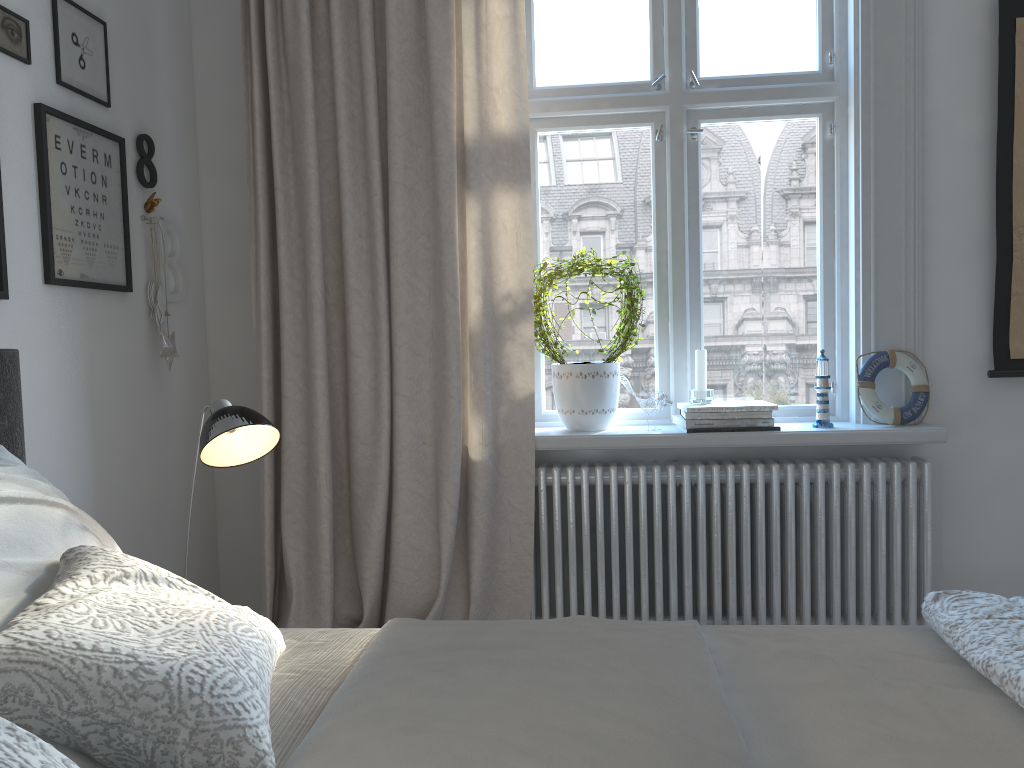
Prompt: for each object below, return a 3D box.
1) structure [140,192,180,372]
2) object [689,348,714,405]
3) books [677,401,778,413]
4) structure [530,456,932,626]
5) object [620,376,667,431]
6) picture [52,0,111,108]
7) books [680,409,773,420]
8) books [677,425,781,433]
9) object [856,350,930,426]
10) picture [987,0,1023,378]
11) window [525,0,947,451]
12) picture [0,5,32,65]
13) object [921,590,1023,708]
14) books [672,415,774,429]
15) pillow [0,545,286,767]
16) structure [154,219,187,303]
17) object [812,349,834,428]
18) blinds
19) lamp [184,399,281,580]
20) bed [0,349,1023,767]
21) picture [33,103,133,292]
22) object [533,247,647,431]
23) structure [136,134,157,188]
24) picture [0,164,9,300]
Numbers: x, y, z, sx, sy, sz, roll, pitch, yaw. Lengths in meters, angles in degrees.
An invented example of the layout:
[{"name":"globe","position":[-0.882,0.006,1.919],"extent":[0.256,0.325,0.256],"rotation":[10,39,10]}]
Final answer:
[{"name":"structure","position":[-1.011,-0.290,2.537],"extent":[0.078,0.514,0.134],"rotation":[-2,4,-6]},{"name":"object","position":[0.579,-0.023,2.713],"extent":[0.074,0.173,0.074],"rotation":[-5,5,-39]},{"name":"books","position":[0.653,0.069,2.707],"extent":[0.269,0.015,0.203],"rotation":[-2,3,3]},{"name":"structure","position":[0.538,0.510,2.758],"extent":[1.506,0.548,0.195],"rotation":[-1,4,6]},{"name":"object","position":[0.408,0.059,2.742],"extent":[0.059,0.165,0.196],"rotation":[-4,4,-34]},{"name":"picture","position":[-1.083,-0.838,2.237],"extent":[0.010,0.220,0.225],"rotation":[-1,3,6]},{"name":"books","position":[0.649,0.088,2.709],"extent":[0.253,0.022,0.207],"rotation":[-1,3,7]},{"name":"books","position":[0.653,0.130,2.705],"extent":[0.272,0.013,0.219],"rotation":[-2,3,2]},{"name":"object","position":[1.138,0.011,2.646],"extent":[0.236,0.228,0.079],"rotation":[-2,4,-9]},{"name":"picture","position":[1.799,-0.683,2.571],"extent":[0.793,1.314,0.057],"rotation":[-1,4,6]},{"name":"window","position":[-2.565,-0.862,4.778],"extent":[7.979,7.017,11.953],"rotation":[-1,3,6]},{"name":"picture","position":[-1.109,-0.776,1.965],"extent":[0.010,0.098,0.119],"rotation":[-1,3,6]},{"name":"object","position":[0.787,0.411,0.746],"extent":[0.405,0.104,1.458],"rotation":[-1,3,6]},{"name":"books","position":[0.641,0.111,2.718],"extent":[0.262,0.025,0.207],"rotation":[-2,3,-1]},{"name":"pillow","position":[-0.476,0.367,0.910],"extent":[0.415,0.226,1.145],"rotation":[-2,3,-1]},{"name":"structure","position":[-1.025,-0.364,2.666],"extent":[0.024,0.239,0.146],"rotation":[-1,3,6]},{"name":"object","position":[0.929,0.013,2.651],"extent":[0.060,0.235,0.059],"rotation":[-5,5,-42]},{"name":"blinds","position":[-0.361,-0.403,2.548],"extent":[0.831,2.650,0.224],"rotation":[-1,4,6]},{"name":"lamp","position":[-0.714,0.491,2.048],"extent":[0.450,0.937,0.800],"rotation":[-2,3,-12]},{"name":"bed","position":[-0.050,0.469,0.842],"extent":[2.176,1.048,1.886],"rotation":[-1,3,6]},{"name":"picture","position":[-1.071,-0.450,2.237],"extent":[0.021,0.415,0.364],"rotation":[-1,3,6]},{"name":"object","position":[0.228,-0.143,2.784],"extent":[0.385,0.574,0.216],"rotation":[-2,4,-14]},{"name":"structure","position":[-1.042,-0.635,2.527],"extent":[0.014,0.151,0.096],"rotation":[-1,3,6]},{"name":"picture","position":[-1.113,-0.430,1.822],"extent":[0.020,0.505,0.165],"rotation":[-1,4,6]}]
